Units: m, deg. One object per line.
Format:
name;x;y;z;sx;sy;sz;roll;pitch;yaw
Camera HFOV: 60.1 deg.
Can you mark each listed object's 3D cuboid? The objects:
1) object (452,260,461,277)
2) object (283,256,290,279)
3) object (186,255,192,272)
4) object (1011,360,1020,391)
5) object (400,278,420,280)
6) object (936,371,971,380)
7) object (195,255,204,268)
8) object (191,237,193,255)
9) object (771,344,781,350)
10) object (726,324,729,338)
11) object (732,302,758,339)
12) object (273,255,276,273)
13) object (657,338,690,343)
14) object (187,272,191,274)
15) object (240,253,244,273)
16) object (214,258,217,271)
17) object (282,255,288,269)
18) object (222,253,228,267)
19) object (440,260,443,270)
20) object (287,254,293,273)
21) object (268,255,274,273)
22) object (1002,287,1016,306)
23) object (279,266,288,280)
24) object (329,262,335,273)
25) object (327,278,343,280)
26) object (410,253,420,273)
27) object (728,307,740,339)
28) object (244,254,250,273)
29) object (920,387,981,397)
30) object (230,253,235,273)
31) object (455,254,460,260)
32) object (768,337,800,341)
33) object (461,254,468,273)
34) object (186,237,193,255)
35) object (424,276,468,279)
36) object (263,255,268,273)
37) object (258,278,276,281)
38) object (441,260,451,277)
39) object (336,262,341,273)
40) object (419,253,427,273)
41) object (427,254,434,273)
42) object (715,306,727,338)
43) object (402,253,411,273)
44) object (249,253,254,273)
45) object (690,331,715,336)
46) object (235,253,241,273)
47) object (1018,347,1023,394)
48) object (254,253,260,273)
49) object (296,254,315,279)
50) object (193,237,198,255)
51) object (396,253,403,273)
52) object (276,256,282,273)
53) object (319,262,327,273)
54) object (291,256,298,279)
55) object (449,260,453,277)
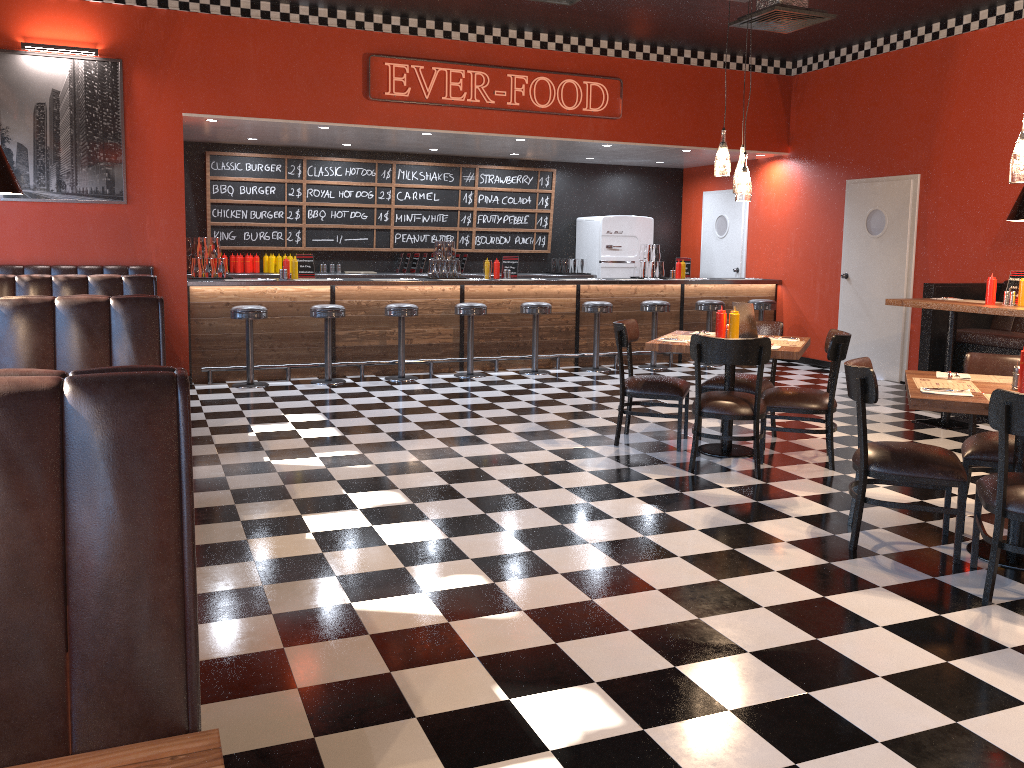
object;-0.623;-1.288;9.960;0.105;0.208;0.106;4;8;22
object;-2.355;-1.216;9.250;0.068;0.236;0.068;-2;7;-21
object;-3.758;-1.387;10.277;0.105;0.208;0.106;-4;9;-37
object;2.316;-0.041;4.054;0.047;0.135;0.094;4;8;27
object;-1.110;-1.133;9.548;0.157;0.019;0.256;-4;10;-26
object;2.207;-0.043;4.429;0.157;0.019;0.256;5;10;25
object;-3.654;-1.394;10.331;0.105;0.208;0.106;-4;9;-37
object;-3.807;-1.621;10.426;0.105;0.208;0.106;-4;9;-37
object;1.621;-0.241;5.621;0.157;0.019;0.256;5;10;23
object;1.477;-0.362;5.996;0.047;0.135;0.094;-3;8;-32
object;1.584;-0.425;6.017;0.072;0.256;0.189;-3;9;-32
object;-2.948;-1.493;10.940;0.068;0.236;0.068;-2;7;-20
object;1.104;-0.294;5.901;0.255;0.019;0.158;5;10;26
object;-3.737;-1.310;10.411;0.273;0.018;0.439;-3;10;-22
object;-3.304;-1.475;10.797;0.068;0.236;0.068;-2;7;-20
object;-3.551;-1.456;10.649;0.068;0.236;0.068;7;9;44
object;-2.817;-1.501;11.006;0.068;0.236;0.068;7;9;44
object;-3.468;-1.461;10.689;0.068;0.236;0.068;0;7;-6
object;-0.788;-1.300;10.018;0.105;0.208;0.106;4;8;22
object;-2.744;-1.494;10.968;0.068;0.236;0.068;7;9;44
object;-2.948;-1.477;10.839;0.068;0.236;0.068;7;9;44
object;3.739;-0.658;6.655;0.047;0.135;0.094;-3;8;-31
object;-2.357;-1.144;9.130;0.094;0.135;0.047;3;7;12
object;-2.278;-1.474;11.217;0.047;0.135;0.094;4;8;22
object;-1.842;-1.093;9.223;0.157;0.019;0.256;-2;9;-17
object;-1.270;-1.577;11.575;0.072;0.256;0.189;-3;8;-27
object;1.473;-0.395;5.874;0.068;0.236;0.068;0;7;-8
object;-3.216;-1.469;10.764;0.068;0.236;0.068;-2;7;-20
object;1.953;0.031;3.935;0.255;0.019;0.158;4;10;22
object;-3.395;-1.472;10.764;0.068;0.236;0.068;-2;7;-20
object;-0.751;-1.603;11.788;0.074;0.256;0.190;-2;8;-20
object;1.853;-0.316;6.113;0.255;0.019;0.158;4;9;17
object;-0.648;-1.608;11.831;0.072;0.256;0.189;-1;8;-17
object;-3.773;-1.603;10.313;0.105;0.208;0.106;-4;9;-37
object;-0.749;-1.198;9.993;0.437;0.018;0.274;-3;10;-22
object;-3.023;-1.486;10.892;0.068;0.236;0.068;7;9;44
object;-2.477;-1.059;8.945;0.157;0.019;0.256;-4;10;-26
object;-0.739;-1.284;9.921;0.105;0.208;0.106;4;8;22
object;-2.192;-1.471;11.208;0.047;0.135;0.094;-3;8;-27
object;-1.166;-1.582;11.618;0.072;0.256;0.189;-1;8;-17
object;-1.064;-1.587;11.660;0.070;0.257;0.190;-1;8;-19
object;1.400;-0.405;5.933;0.068;0.236;0.068;3;7;20
object;-1.372;-1.572;11.531;0.073;0.258;0.193;-2;8;-20
object;-3.203;-1.484;10.863;0.068;0.236;0.068;-2;7;-21
object;1.377;-0.369;6.403;0.157;0.019;0.256;5;10;25
object;-3.314;-1.461;10.706;0.068;0.236;0.068;7;9;44
object;2.293;-0.075;3.934;0.068;0.236;0.068;-1;7;-17
object;-3.120;-1.477;10.822;0.068;0.236;0.068;-2;7;-20
object;-2.186;-1.244;9.384;0.188;0.256;0.072;-4;8;-32
object;-3.671;-1.609;10.361;0.105;0.208;0.106;-4;9;-37
object;-1.460;-1.568;11.501;0.070;0.257;0.190;-1;8;-15
object;-2.874;-1.490;10.933;0.068;0.236;0.068;-2;7;-24
object;-2.379;-1.467;11.167;0.094;0.135;0.047;3;7;12
object;-2.260;-1.208;9.213;0.068;0.236;0.068;-2;7;-21
object;-0.678;-1.306;10.064;0.105;0.208;0.106;4;8;22
